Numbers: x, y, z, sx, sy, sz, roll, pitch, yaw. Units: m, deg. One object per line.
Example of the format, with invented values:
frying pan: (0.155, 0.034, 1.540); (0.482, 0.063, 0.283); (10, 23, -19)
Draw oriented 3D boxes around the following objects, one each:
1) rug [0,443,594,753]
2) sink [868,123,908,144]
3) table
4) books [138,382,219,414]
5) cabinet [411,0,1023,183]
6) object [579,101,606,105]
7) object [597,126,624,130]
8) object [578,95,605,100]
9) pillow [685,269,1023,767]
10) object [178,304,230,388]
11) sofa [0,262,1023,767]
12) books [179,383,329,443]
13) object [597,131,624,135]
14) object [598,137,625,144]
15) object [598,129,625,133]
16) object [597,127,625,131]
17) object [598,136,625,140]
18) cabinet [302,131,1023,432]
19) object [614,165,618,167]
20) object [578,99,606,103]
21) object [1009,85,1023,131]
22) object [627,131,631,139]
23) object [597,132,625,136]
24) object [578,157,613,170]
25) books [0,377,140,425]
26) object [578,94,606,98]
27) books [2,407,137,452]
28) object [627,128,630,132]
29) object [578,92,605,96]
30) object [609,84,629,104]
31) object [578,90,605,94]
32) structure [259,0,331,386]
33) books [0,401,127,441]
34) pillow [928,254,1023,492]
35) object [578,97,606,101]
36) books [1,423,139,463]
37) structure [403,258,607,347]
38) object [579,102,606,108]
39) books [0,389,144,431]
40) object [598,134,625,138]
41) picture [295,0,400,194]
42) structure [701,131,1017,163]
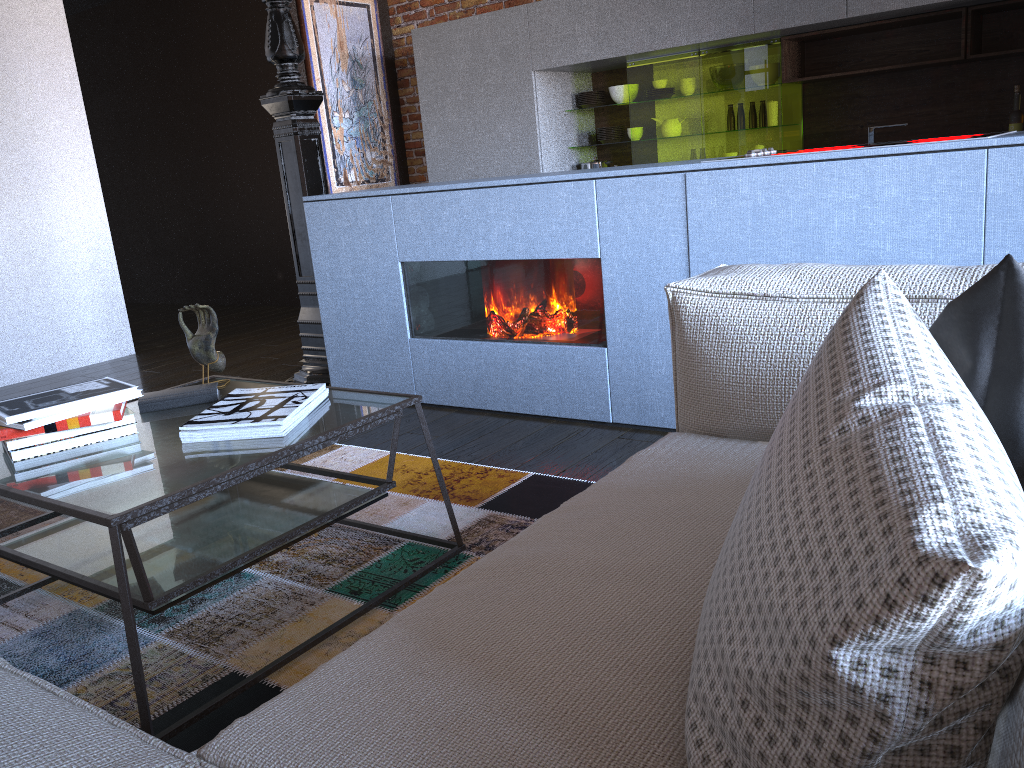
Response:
rug: (-0.824, 0.403, 2.408); (2.363, 0.013, 1.430); (5, 17, 36)
sink: (2.233, -1.194, 4.491); (0.827, 0.287, 0.381); (5, 17, 36)
table: (-0.713, 0.283, 1.977); (0.848, 0.389, 0.841); (5, 17, 36)
books: (-0.816, 0.029, 2.179); (0.181, 0.029, 0.129); (-10, 15, -15)
cabinet: (1.312, -1.434, 5.176); (4.173, 1.811, 0.712); (5, 18, 36)
object: (0.525, -1.827, 5.795); (0.180, 0.027, 0.180); (-4, 14, 5)
object: (0.643, -1.656, 5.763); (0.180, 0.027, 0.180); (-4, 14, 5)
object: (0.522, -1.858, 5.787); (0.180, 0.027, 0.180); (-4, 14, 5)
pillow: (0.266, 0.140, 0.716); (0.250, 0.403, 0.542); (-1, 15, 19)
object: (-0.798, -0.102, 2.291); (0.099, 0.223, 0.093); (-9, 15, -13)
sofa: (-0.717, 0.325, 1.363); (3.300, 0.698, 2.533); (4, 17, 35)
books: (-0.556, 0.059, 1.948); (0.225, 0.038, 0.308); (-4, 14, 7)
object: (0.646, -1.626, 5.771); (0.180, 0.027, 0.180); (-4, 14, 5)
object: (0.650, -1.584, 5.782); (0.180, 0.027, 0.180); (-4, 14, 5)
object: (0.645, -1.636, 5.769); (0.180, 0.027, 0.180); (-4, 14, 5)
object: (0.644, -1.647, 5.766); (0.180, 0.027, 0.180); (-4, 14, 5)
object: (0.649, -1.595, 5.779); (0.180, 0.027, 0.180); (-4, 14, 5)
cabinet: (0.566, -0.328, 3.063); (2.959, 0.845, 0.606); (5, 18, 36)
object: (0.665, -1.333, 5.638); (0.159, 0.117, 0.172); (-8, 14, -11)
object: (0.524, -1.837, 5.792); (0.180, 0.027, 0.180); (-4, 14, 5)
object: (2.575, -1.357, 4.528); (0.063, 0.323, 0.063); (-7, 14, -5)
object: (0.791, -1.591, 5.684); (0.100, 0.059, 0.100); (-17, 18, -38)
object: (0.647, -1.616, 5.774); (0.180, 0.027, 0.180); (-4, 14, 5)
object: (0.550, -1.402, 5.826); (0.193, 0.178, 0.208); (-8, 14, -11)
books: (-0.978, 0.032, 1.923); (0.267, 0.014, 0.196); (-18, 19, -40)
object: (0.521, -1.868, 5.784); (0.180, 0.027, 0.180); (-4, 14, 5)
books: (-0.976, 0.085, 1.938); (0.251, 0.023, 0.209); (-15, 17, -32)
object: (0.789, -1.610, 5.679); (0.100, 0.059, 0.100); (-17, 18, -38)
object: (0.520, -1.879, 5.781); (0.180, 0.027, 0.180); (-4, 14, 5)
object: (0.715, -1.842, 5.657); (0.191, 0.113, 0.191); (8, 20, 44)
object: (0.519, -1.888, 5.779); (0.180, 0.027, 0.180); (-4, 14, 5)
structure: (-2.057, -0.136, 0.132); (0.481, 2.397, 8.500); (-1, 15, 17)
books: (-0.965, 0.068, 1.913); (0.239, 0.023, 0.190); (-10, 15, -18)
pillow: (0.481, 0.043, 0.960); (0.238, 0.418, 0.538); (1, 16, 26)
object: (0.523, -1.848, 5.789); (0.180, 0.027, 0.180); (-4, 14, 5)
books: (-0.972, 0.107, 1.944); (0.247, 0.024, 0.209); (-15, 17, -32)
structure: (0.050, -0.307, 3.301); (0.943, 0.395, 0.331); (5, 18, 36)
object: (0.526, -1.816, 5.797); (0.180, 0.027, 0.180); (-4, 14, 5)
books: (-0.976, 0.047, 1.926); (0.196, 0.014, 0.267); (4, 17, 34)
object: (0.648, -1.605, 5.777); (0.180, 0.027, 0.180); (-4, 14, 5)
picture: (-1.194, -2.143, 6.548); (0.067, 1.472, 0.779); (5, 18, 36)
structure: (1.018, -0.688, 2.616); (0.763, 0.057, 0.503); (5, 17, 36)
